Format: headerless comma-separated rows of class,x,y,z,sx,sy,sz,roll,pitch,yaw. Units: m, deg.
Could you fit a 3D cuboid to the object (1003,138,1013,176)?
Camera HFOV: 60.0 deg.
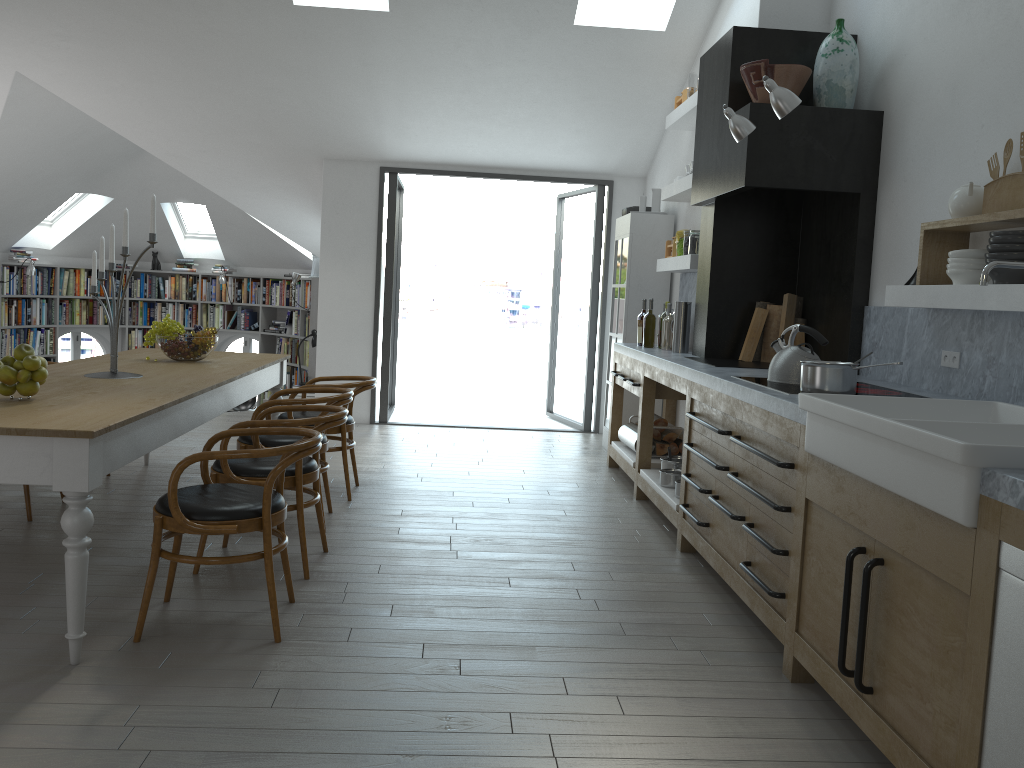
object,1.912,-0.804,3.445,0.027,0.298,0.055,3,4,-4

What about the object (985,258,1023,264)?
object,1.858,-0.424,3.271,0.205,0.086,0.205,7,7,34

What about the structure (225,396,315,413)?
structure,-4.308,0.364,10.409,4.718,0.691,4.712,8,8,41

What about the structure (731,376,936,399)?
structure,1.383,0.036,3.861,0.647,0.041,0.739,3,6,-4

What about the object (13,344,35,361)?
object,-1.885,-0.119,3.424,0.072,0.074,0.072,3,5,-4

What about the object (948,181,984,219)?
object,1.878,-0.750,3.639,0.174,0.168,0.168,1,5,-20

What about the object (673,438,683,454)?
object,1.181,0.423,6.377,0.091,0.092,0.438,2,6,-6

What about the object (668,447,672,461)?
object,0.985,0.478,5.469,0.051,0.152,0.191,3,5,-4

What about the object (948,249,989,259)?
object,1.843,-0.497,3.546,0.181,0.076,0.181,7,7,34

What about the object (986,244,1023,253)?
object,1.861,-0.473,3.265,0.205,0.072,0.206,1,6,-16

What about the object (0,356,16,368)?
object,-1.939,-0.081,3.416,0.058,0.057,0.053,4,5,11

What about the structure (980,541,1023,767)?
structure,1.377,0.804,1.667,0.598,0.821,0.726,3,5,-4

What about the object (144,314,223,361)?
object,-1.951,-0.275,5.270,0.394,0.284,0.293,-1,7,-39

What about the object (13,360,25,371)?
object,-1.877,-0.067,3.390,0.053,0.050,0.053,0,6,-33

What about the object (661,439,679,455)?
object,1.093,0.426,6.374,0.091,0.089,0.456,2,6,-6

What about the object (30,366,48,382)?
object,-1.820,-0.038,3.409,0.062,0.059,0.062,3,5,0

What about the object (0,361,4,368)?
object,-1.959,-0.060,3.364,0.063,0.063,0.062,-1,7,-41

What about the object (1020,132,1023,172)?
object,1.901,-0.787,3.291,0.019,0.298,0.057,3,4,-4

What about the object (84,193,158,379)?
object,-1.899,-0.464,4.263,0.265,0.873,0.777,0,6,-30

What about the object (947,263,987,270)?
object,1.841,-0.446,3.554,0.181,0.065,0.181,7,7,34

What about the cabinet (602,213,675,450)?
cabinet,1.049,-0.404,7.467,0.361,1.985,0.643,3,4,-4

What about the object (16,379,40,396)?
object,-1.863,0.011,3.411,0.078,0.074,0.080,7,7,41

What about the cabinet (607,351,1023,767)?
cabinet,1.412,0.609,3.724,1.003,1.019,6.445,3,6,-4

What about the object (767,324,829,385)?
object,1.299,-0.139,4.038,0.246,0.267,0.247,3,5,6

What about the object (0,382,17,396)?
object,-1.936,0.015,3.401,0.063,0.063,0.064,4,5,7

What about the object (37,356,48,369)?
object,-1.848,-0.073,3.457,0.066,0.071,0.073,0,6,-34

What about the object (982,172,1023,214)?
object,1.905,-0.712,3.332,0.084,0.157,0.354,3,6,-4

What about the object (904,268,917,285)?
object,1.839,-0.544,3.951,0.156,0.218,0.156,1,5,-22

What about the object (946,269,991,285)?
object,1.839,-0.423,3.555,0.181,0.063,0.181,5,6,19

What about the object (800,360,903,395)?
object,1.330,-0.023,3.566,0.232,0.170,0.395,1,6,-24

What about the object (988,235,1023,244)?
object,1.866,-0.497,3.260,0.206,0.083,0.205,5,6,24

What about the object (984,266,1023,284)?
object,1.857,-0.397,3.273,0.205,0.072,0.206,1,6,-16

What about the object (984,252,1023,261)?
object,1.854,-0.451,3.266,0.206,0.086,0.205,7,7,39

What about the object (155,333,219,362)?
object,-1.928,-0.209,5.262,0.360,0.159,0.361,1,6,-23

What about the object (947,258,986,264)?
object,1.842,-0.469,3.549,0.181,0.069,0.181,4,6,14

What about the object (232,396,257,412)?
object,-2.826,0.106,9.241,0.320,0.561,0.321,0,5,-31

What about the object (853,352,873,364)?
object,1.360,-0.056,3.645,0.236,0.166,0.051,2,4,-8

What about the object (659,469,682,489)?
object,0.995,0.552,5.233,0.261,0.113,0.154,1,5,-14

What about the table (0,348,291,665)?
table,-1.963,0.347,4.489,1.018,0.797,3.357,3,6,-4

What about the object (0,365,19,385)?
object,-1.904,-0.034,3.354,0.076,0.076,0.077,-1,6,-37

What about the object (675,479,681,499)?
object,1.035,0.585,4.934,0.261,0.113,0.154,3,5,-4

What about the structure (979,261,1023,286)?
structure,1.645,-0.111,2.759,0.332,0.528,0.214,1,5,-23

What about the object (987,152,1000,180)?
object,1.906,-0.790,3.483,0.016,0.258,0.199,3,5,7

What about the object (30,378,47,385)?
object,-1.862,-0.021,3.483,0.059,0.056,0.059,2,5,-9

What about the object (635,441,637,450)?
object,0.855,0.427,6.335,0.067,0.067,0.423,2,6,-6

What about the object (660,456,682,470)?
object,1.091,0.514,5.447,0.378,0.163,0.223,1,5,-14

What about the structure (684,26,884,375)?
structure,1.507,-1.055,5.159,0.780,1.880,1.078,3,5,-4

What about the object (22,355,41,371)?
object,-1.827,-0.079,3.373,0.062,0.059,0.062,3,5,-3

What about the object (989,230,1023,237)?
object,1.869,-0.525,3.260,0.205,0.080,0.206,3,6,-1

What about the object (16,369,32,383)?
object,-1.849,-0.029,3.359,0.051,0.053,0.053,2,5,-12
